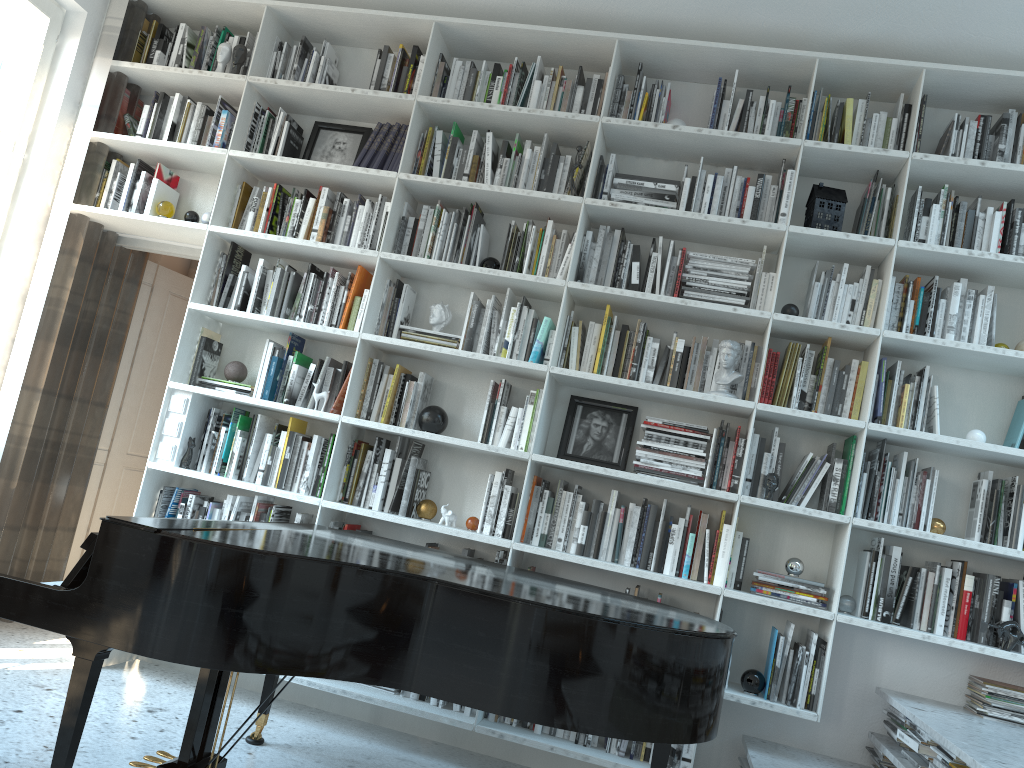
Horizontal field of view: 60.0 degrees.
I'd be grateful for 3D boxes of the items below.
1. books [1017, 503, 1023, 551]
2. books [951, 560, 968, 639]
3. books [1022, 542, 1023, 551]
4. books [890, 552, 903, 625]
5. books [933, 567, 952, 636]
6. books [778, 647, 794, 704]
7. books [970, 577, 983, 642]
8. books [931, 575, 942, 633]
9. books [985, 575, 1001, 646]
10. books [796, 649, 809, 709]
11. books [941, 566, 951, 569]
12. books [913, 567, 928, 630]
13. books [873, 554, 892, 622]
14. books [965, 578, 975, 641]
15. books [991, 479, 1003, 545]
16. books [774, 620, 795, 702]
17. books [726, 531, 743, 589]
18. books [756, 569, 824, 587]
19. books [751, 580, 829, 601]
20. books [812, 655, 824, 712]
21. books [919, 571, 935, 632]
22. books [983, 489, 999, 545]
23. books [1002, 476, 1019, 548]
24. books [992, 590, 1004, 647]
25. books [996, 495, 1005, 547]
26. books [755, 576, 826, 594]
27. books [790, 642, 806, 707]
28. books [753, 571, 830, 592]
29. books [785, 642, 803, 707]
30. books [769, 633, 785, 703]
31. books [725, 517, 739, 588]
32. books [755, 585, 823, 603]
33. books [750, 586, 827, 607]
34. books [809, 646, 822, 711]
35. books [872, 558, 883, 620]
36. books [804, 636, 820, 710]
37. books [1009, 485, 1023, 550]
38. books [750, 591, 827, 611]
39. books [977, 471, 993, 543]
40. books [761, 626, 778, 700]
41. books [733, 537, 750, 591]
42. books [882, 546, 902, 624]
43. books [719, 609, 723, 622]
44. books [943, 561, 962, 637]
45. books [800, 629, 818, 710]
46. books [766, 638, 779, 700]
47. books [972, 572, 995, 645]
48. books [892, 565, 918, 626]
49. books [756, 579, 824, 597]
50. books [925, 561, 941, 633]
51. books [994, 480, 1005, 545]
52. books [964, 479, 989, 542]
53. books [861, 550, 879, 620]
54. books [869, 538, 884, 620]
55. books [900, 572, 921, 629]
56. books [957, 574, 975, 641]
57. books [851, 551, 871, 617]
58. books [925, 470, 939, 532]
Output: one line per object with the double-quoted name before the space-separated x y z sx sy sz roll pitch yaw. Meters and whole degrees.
"books" 1.937 0.555 3.421 0.018 0.182 0.182 11 -7 12
"books" 1.706 0.827 3.425 0.012 0.292 0.175 11 -7 12
"books" 1.967 0.534 3.450 0.030 0.244 0.136 11 -7 12
"books" 1.485 0.796 3.476 0.010 0.276 0.174 11 -7 12
"books" 1.649 0.838 3.438 0.025 0.252 0.181 11 -7 12
"books" 1.058 1.121 3.428 0.013 0.202 0.139 11 -7 12
"books" 1.774 0.868 3.430 0.021 0.242 0.131 11 -7 12
"books" 1.631 0.852 3.456 0.012 0.221 0.153 11 -7 12
"books" 1.821 0.866 3.412 0.026 0.262 0.170 11 -7 12
"books" 1.102 1.121 3.393 0.011 0.211 0.178 11 -7 12
"books" 1.675 0.843 3.465 0.016 0.260 0.098 11 -7 12
"books" 1.576 0.836 3.470 0.029 0.234 0.142 11 -7 12
"books" 1.437 0.796 3.476 0.023 0.256 0.178 11 -7 12
"books" 1.750 0.866 3.428 0.025 0.237 0.157 11 -7 12
"books" 1.866 0.505 3.464 0.015 0.262 0.150 11 -7 12
"books" 1.047 1.070 3.440 0.032 0.300 0.149 11 -7 12
"books" 0.904 0.716 3.616 0.027 0.228 0.141 11 -7 12
"books" 1.100 0.766 3.501 0.254 0.012 0.161 9 -8 21
"books" 1.091 0.814 3.499 0.285 0.012 0.160 10 -8 15
"books" 1.165 1.139 3.407 0.012 0.205 0.161 11 -7 12
"books" 1.600 0.843 3.460 0.024 0.228 0.160 11 -7 12
"books" 1.844 0.522 3.451 0.015 0.215 0.178 11 -7 12
"books" 1.923 0.505 3.459 0.007 0.284 0.160 11 -7 12
"books" 1.839 0.895 3.406 0.022 0.210 0.136 11 -7 12
"books" 1.894 0.540 3.473 0.031 0.208 0.122 11 -7 12
"books" 1.094 0.789 3.496 0.254 0.012 0.161 10 -8 12
"books" 1.096 1.115 3.413 0.012 0.225 0.149 11 -7 12
"books" 1.099 0.779 3.506 0.285 0.012 0.160 10 -8 16
"books" 1.075 1.109 3.401 0.026 0.224 0.175 11 -7 12
"books" 1.015 1.089 3.423 0.014 0.245 0.176 11 -7 12
"books" 0.891 0.685 3.623 0.012 0.284 0.160 11 -7 12
"books" 1.089 0.826 3.500 0.254 0.012 0.161 10 -8 18
"books" 1.087 0.839 3.501 0.285 0.012 0.160 10 -8 17
"books" 1.153 1.122 3.399 0.013 0.233 0.149 11 -7 12
"books" 1.421 0.805 3.503 0.015 0.240 0.153 11 -7 12
"books" 1.147 1.103 3.417 0.015 0.270 0.158 11 -7 12
"books" 1.927 0.519 3.430 0.018 0.250 0.184 11 -7 12
"books" 1.084 0.849 3.495 0.285 0.012 0.160 10 -8 15
"books" 1.841 0.488 3.486 0.016 0.289 0.132 11 -7 12
"books" 0.997 1.078 3.437 0.005 0.263 0.162 11 -7 12
"books" 0.930 0.730 3.611 0.030 0.210 0.136 11 -7 12
"books" 1.466 0.782 3.472 0.030 0.294 0.189 11 -7 12
"books" 0.804 1.037 3.524 0.012 0.284 0.160 11 -7 12
"books" 1.697 0.833 3.449 0.012 0.284 0.160 11 -7 12
"books" 1.127 1.090 3.401 0.021 0.284 0.173 11 -7 12
"books" 1.004 1.098 3.441 0.012 0.228 0.129 11 -7 12
"books" 1.795 0.860 3.411 0.026 0.262 0.173 11 -7 12
"books" 1.518 0.825 3.471 0.065 0.231 0.162 11 -7 12
"books" 1.095 0.803 3.505 0.254 0.012 0.161 10 -8 17
"books" 1.622 0.827 3.456 0.014 0.267 0.172 11 -7 12
"books" 1.877 0.509 3.461 0.008 0.258 0.159 11 -7 12
"books" 1.818 0.502 3.475 0.019 0.251 0.130 11 -7 12
"books" 1.391 0.784 3.485 0.023 0.262 0.187 11 -7 12
"books" 1.413 0.761 3.486 0.010 0.316 0.187 11 -7 12
"books" 1.553 0.839 3.463 0.011 0.217 0.176 11 -7 12
"books" 1.722 0.855 3.421 0.031 0.243 0.185 11 -7 12
"books" 1.377 0.789 3.508 0.012 0.253 0.161 11 -7 12
"books" 1.641 0.470 3.510 0.013 0.251 0.173 11 -7 12
